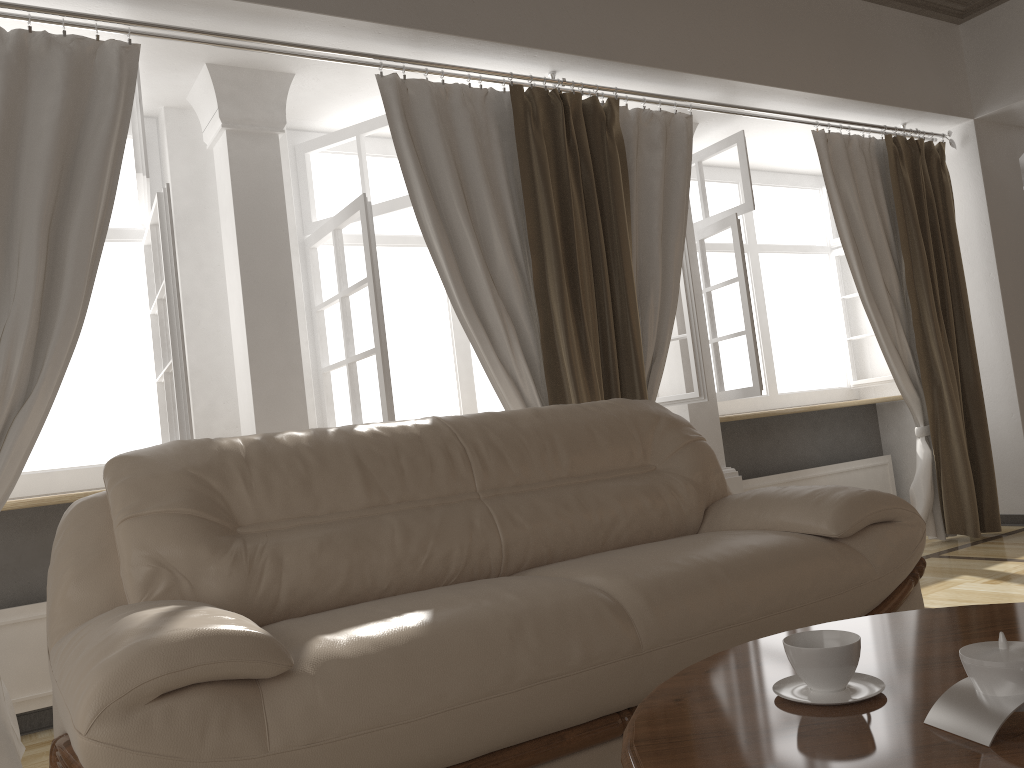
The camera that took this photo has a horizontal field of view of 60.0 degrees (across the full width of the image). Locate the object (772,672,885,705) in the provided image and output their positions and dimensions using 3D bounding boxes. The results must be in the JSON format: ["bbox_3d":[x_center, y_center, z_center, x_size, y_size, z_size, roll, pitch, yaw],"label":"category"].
[{"bbox_3d":[0.442,0.427,1.239,0.150,0.010,0.150,-10,-5,43],"label":"object"}]

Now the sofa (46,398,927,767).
[{"bbox_3d":[-0.014,0.499,2.300,2.135,0.900,1.051,-4,-4,-32],"label":"sofa"}]

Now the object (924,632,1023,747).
[{"bbox_3d":[0.593,0.335,1.062,0.178,0.133,0.104,-6,-4,-17],"label":"object"}]

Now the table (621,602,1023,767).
[{"bbox_3d":[0.740,0.584,1.081,1.169,0.392,1.167,-4,-5,-36],"label":"table"}]

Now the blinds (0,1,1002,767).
[{"bbox_3d":[0.228,-0.157,3.529,5.765,2.294,0.285,-4,-4,-32],"label":"blinds"}]

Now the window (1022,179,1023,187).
[{"bbox_3d":[3.250,-0.917,5.628,0.600,0.784,0.050,-4,-4,-32],"label":"window"}]

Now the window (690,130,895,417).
[{"bbox_3d":[1.640,-0.619,5.139,1.653,1.500,0.782,-4,-4,-32],"label":"window"}]

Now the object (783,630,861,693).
[{"bbox_3d":[0.439,0.393,1.246,0.105,0.071,0.114,-8,-4,18],"label":"object"}]

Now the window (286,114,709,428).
[{"bbox_3d":[-0.050,-0.486,4.098,1.759,1.500,0.784,-4,-5,-33],"label":"window"}]

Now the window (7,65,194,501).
[{"bbox_3d":[-1.892,-0.343,2.933,1.600,1.500,0.781,-4,-4,-32],"label":"window"}]
